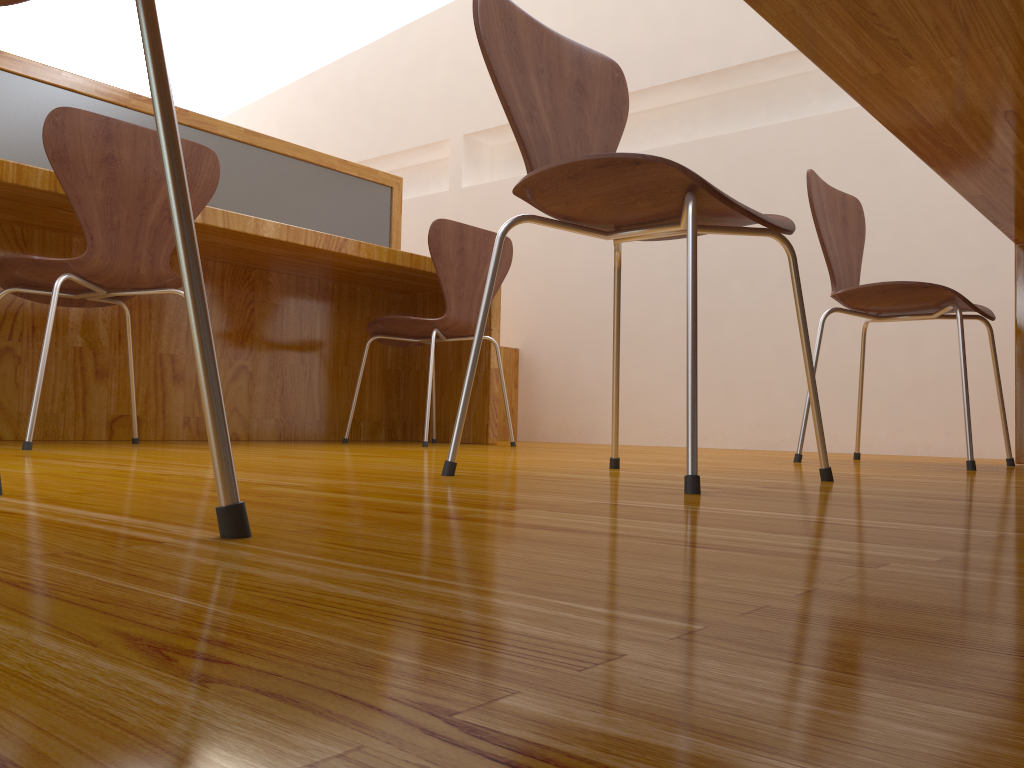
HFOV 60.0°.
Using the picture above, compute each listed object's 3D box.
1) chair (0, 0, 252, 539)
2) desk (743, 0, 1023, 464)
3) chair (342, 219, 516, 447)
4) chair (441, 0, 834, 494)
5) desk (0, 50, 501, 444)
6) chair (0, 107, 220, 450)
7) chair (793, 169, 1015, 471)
[{"bbox_3d":[-0.423,-0.261,0.493,0.381,0.693,0.428,-1,-3,39],"label":"chair"},{"bbox_3d":[0.900,-0.098,0.580,1.527,0.785,3.243,-1,-3,39],"label":"desk"},{"bbox_3d":[-0.255,-0.142,2.879,0.381,0.693,0.428,-1,-3,39],"label":"chair"},{"bbox_3d":[0.191,-0.212,1.244,0.381,0.693,0.428,-1,-3,39],"label":"chair"},{"bbox_3d":[-1.537,-0.372,2.294,1.248,1.022,3.216,-1,-3,39],"label":"desk"},{"bbox_3d":[-0.933,-0.200,1.989,0.381,0.693,0.428,-1,-3,39],"label":"chair"},{"bbox_3d":[0.928,-0.155,2.085,0.381,0.693,0.428,-1,-3,39],"label":"chair"}]
